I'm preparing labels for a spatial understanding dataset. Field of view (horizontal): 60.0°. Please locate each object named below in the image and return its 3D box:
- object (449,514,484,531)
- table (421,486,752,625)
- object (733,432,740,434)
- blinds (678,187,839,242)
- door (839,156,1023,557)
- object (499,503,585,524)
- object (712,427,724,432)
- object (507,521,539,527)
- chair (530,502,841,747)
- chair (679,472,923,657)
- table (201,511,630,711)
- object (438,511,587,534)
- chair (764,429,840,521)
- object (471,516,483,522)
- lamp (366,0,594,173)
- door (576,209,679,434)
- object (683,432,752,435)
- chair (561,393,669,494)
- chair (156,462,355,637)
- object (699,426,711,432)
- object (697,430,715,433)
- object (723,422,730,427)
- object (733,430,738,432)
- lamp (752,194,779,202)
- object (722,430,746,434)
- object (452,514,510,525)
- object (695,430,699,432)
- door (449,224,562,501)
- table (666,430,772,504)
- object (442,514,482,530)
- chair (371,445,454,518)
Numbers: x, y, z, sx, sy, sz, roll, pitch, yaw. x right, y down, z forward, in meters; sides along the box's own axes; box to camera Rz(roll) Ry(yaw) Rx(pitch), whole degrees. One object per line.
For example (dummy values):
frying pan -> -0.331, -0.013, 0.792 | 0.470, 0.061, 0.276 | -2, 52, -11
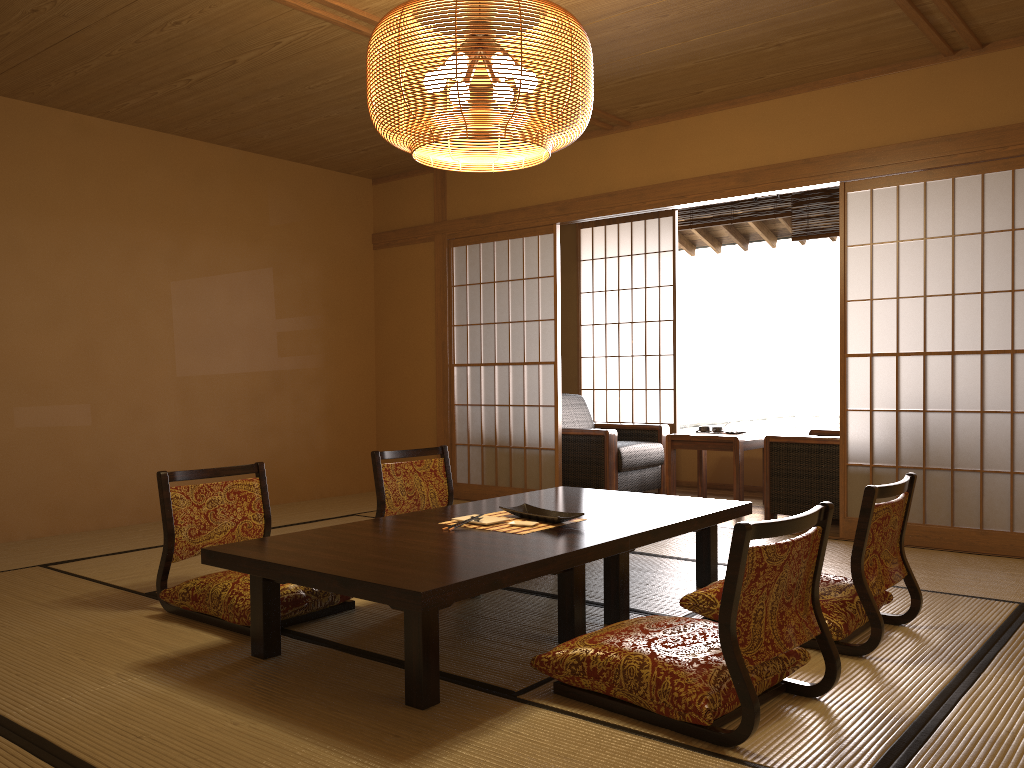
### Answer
object -> -0.162, 0.502, 3.224 | 0.006, 0.030, 0.229 | 0, 1, 31
table -> 0.325, 0.688, 3.703 | 0.994, 0.357, 0.994 | 0, 1, 39
object -> 1.516, 0.331, 5.990 | 0.050, 0.018, 0.015 | 0, 1, 26
blinds -> 2.129, -1.380, 6.745 | 1.932, 0.595, 0.048 | 0, 1, 39
door -> 2.180, -0.127, 4.529 | 0.992, 1.935, 0.040 | 0, 2, 39
object -> 0.108, 0.492, 3.341 | 0.129, 0.039, 0.349 | -1, 0, -38
object -> 1.453, 0.321, 6.251 | 0.084, 0.037, 0.084 | 0, 1, 31
object -> 0.040, 0.509, 3.214 | 0.099, 0.013, 0.067 | 0, 0, 22
chair -> 0.492, 0.598, 2.479 | 0.686, 0.547, 0.582 | 0, 1, 43
chair -> 1.025, 0.589, 3.144 | 0.699, 0.547, 0.582 | 0, 1, 38
table -> -0.300, 0.699, 2.929 | 0.994, 0.357, 0.994 | 0, 1, 39
object -> 0.005, 0.514, 3.318 | 0.401, 0.003, 0.398 | 0, 0, 39
chair -> 2.160, 0.452, 5.528 | 0.943, 0.780, 0.872 | 0, 1, 39
object -> -0.130, 0.502, 3.287 | 0.050, 0.018, 0.015 | 0, 1, 36
lamp -> -0.114, -1.220, 3.135 | 0.798, 0.826, 0.798 | -1, 1, -27
door -> 0.979, -0.501, 7.629 | 0.992, 1.874, 0.040 | 0, 2, 39
object -> 1.439, 0.341, 6.155 | 0.401, 0.003, 0.300 | 0, 0, 39
chair -> 0.609, 0.462, 6.783 | 0.943, 0.780, 0.872 | 0, 1, 39
chair -> -0.982, 0.608, 3.446 | 0.699, 0.547, 0.582 | 0, 1, 38
object -> 1.374, 0.322, 6.312 | 0.084, 0.037, 0.084 | -1, 1, -23
object -> 1.354, 0.328, 6.185 | 0.130, 0.026, 0.038 | 0, 1, 23
object -> 1.479, 0.298, 6.248 | 0.117, 0.068, 0.038 | -1, 1, 4
object -> 1.533, 0.322, 6.110 | 0.006, 0.007, 0.230 | -1, 0, 5
lamp -> 1.651, -1.569, 5.861 | 0.330, 0.682, 0.330 | 0, 2, 39
object -> 1.528, 0.332, 6.108 | 0.131, 0.015, 0.181 | -1, 0, -6
object -> -0.116, 0.507, 3.294 | 0.180, 0.014, 0.130 | 0, 0, 41
object -> 1.305, 0.332, 6.246 | 0.015, 0.018, 0.050 | -1, 0, -9
door -> -0.063, -0.113, 6.345 | 0.992, 1.935, 0.040 | 0, 2, 39
table -> 1.441, 0.592, 6.163 | 0.540, 0.500, 0.540 | 0, 1, 39
object -> -0.178, 0.503, 3.231 | 0.006, 0.030, 0.229 | 0, 1, 36
chair -> -0.303, 0.597, 4.295 | 0.686, 0.547, 0.582 | 0, 1, 43
